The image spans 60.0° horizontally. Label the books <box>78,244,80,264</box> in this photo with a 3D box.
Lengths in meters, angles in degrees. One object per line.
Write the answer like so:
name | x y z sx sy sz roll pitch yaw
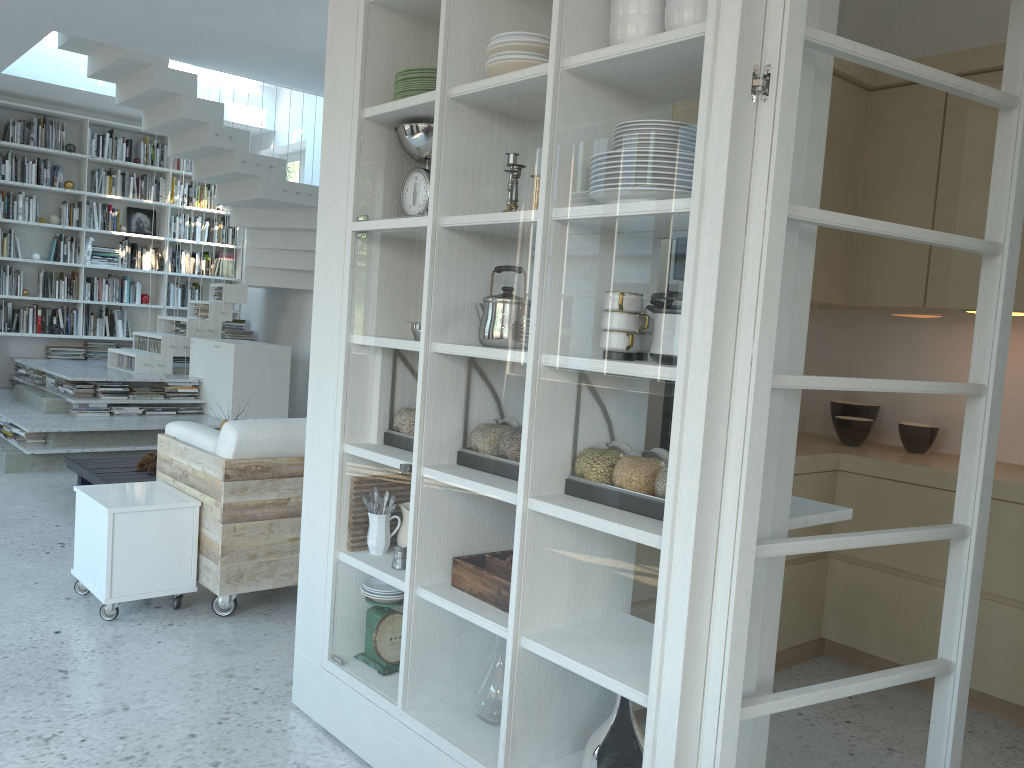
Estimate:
books | -4.530 -1.351 9.222 0.023 0.212 0.164 0 6 -41

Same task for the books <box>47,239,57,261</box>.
books | -4.706 -1.367 9.076 0.056 0.241 0.153 0 6 -41

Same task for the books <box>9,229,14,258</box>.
books | -4.988 -1.395 8.825 0.013 0.288 0.158 0 6 -41

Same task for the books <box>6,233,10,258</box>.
books | -5.012 -1.373 8.812 0.017 0.243 0.132 0 6 -41

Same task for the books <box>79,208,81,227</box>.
books | -4.497 -1.714 9.188 0.012 0.206 0.169 0 6 -41

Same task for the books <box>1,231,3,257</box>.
books | -5.058 -1.381 8.773 0.013 0.256 0.144 0 6 -41

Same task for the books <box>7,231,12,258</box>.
books | -4.997 -1.386 8.812 0.006 0.270 0.178 0 6 -41

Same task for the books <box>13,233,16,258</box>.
books | -4.978 -1.379 8.847 0.007 0.254 0.160 0 6 -41

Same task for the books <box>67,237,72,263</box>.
books | -4.588 -1.383 9.172 0.032 0.275 0.154 0 6 -41

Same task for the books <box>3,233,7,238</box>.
books | -5.035 -1.373 8.788 0.008 0.243 0.168 0 6 -41

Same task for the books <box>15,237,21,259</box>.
books | -4.939 -1.353 8.848 0.051 0.210 0.176 0 6 -41

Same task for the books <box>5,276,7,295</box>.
books | -5.048 -0.979 8.818 0.013 0.186 0.183 0 6 -41

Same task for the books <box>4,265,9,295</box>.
books | -5.033 -1.033 8.821 0.014 0.297 0.175 0 6 -41

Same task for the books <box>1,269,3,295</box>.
books | -5.076 -1.010 8.794 0.013 0.249 0.165 0 6 -41

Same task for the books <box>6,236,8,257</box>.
books | -5.028 -1.357 8.796 0.014 0.209 0.156 0 6 -41

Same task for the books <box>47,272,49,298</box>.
books | -4.763 -1.012 9.074 0.008 0.259 0.158 0 6 -41

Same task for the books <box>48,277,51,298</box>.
books | -4.763 -0.989 9.103 0.031 0.209 0.122 0 6 -41

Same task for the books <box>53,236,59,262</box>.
books | -4.673 -1.379 9.094 0.021 0.264 0.174 0 6 -41

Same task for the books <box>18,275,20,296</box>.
books | -4.967 -0.988 8.895 0.014 0.207 0.180 0 6 -41

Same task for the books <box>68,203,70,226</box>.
books | -4.585 -1.735 9.126 0.016 0.244 0.151 0 6 -41

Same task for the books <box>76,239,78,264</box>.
books | -4.531 -1.370 9.198 0.011 0.253 0.169 0 6 -41

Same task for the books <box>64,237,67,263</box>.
books | -4.620 -1.377 9.134 0.018 0.263 0.165 0 6 -41

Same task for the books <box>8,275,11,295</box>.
books | -5.032 -0.988 8.851 0.013 0.203 0.166 0 6 -41

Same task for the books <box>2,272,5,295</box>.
books | -5.060 -0.998 8.795 0.011 0.226 0.188 0 6 -41

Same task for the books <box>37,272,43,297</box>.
books | -4.810 -1.010 9.036 0.019 0.252 0.130 0 6 -41

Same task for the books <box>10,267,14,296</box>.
books | -5.007 -1.029 8.872 0.006 0.285 0.159 0 6 -41

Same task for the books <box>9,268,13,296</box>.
books | -5.013 -1.019 8.847 0.012 0.267 0.182 0 6 -41

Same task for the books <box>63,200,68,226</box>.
books | -4.589 -1.746 9.106 0.015 0.268 0.164 0 6 -41

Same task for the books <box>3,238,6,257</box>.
books | -5.029 -1.346 8.762 0.017 0.192 0.191 0 6 -41

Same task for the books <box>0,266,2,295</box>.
books | -5.080 -1.027 8.785 0.005 0.284 0.159 0 6 -41

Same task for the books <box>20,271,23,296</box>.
books | -4.948 -1.011 8.915 0.013 0.251 0.172 0 6 -41

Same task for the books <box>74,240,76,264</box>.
books | -4.552 -1.368 9.203 0.013 0.245 0.158 0 6 -41

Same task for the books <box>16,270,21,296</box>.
books | -4.957 -1.016 8.905 0.014 0.261 0.141 0 6 -41

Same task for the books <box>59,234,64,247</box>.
books | -4.644 -1.395 9.128 0.013 0.296 0.153 0 6 -41

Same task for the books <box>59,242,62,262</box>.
books | -4.654 -1.351 9.105 0.006 0.210 0.188 0 6 -41

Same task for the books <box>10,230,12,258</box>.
books | -4.996 -1.388 8.820 0.006 0.274 0.167 0 6 -41

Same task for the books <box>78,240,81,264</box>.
books | -4.510 -1.367 9.225 0.010 0.246 0.158 0 6 -41

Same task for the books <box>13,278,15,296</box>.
books | -5.003 -0.976 8.881 0.013 0.179 0.140 0 6 -41

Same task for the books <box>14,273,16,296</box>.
books | -4.995 -0.998 8.887 0.008 0.223 0.133 0 6 -41

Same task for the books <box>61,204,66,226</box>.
books | -4.608 -1.730 9.108 0.012 0.232 0.154 0 6 -41

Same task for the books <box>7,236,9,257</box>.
books | -5.015 -1.357 8.797 0.007 0.212 0.158 0 6 -41

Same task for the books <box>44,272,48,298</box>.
books | -4.773 -1.014 9.067 0.015 0.262 0.149 0 6 -41

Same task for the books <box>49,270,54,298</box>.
books | -4.733 -1.026 9.106 0.007 0.285 0.159 0 6 -41

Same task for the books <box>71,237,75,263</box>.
books | -4.557 -1.381 9.170 0.012 0.274 0.183 0 6 -41

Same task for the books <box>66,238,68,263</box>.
books | -4.608 -1.375 9.145 0.015 0.260 0.152 0 6 -41

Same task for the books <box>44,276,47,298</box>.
books | -4.777 -0.990 9.048 0.016 0.216 0.177 0 6 -41

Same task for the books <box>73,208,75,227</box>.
books | -4.542 -1.713 9.159 0.013 0.202 0.173 0 6 -41

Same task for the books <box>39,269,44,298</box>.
books | -4.804 -1.030 9.056 0.016 0.290 0.131 0 6 -41

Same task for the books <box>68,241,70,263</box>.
books | -4.594 -1.357 9.150 0.012 0.224 0.178 0 6 -41

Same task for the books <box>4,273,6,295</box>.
books | -5.060 -0.995 8.812 0.013 0.218 0.160 0 6 -41

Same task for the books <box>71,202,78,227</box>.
books | -4.523 -1.739 9.159 0.016 0.257 0.175 0 6 -41

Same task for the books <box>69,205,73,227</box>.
books | -4.566 -1.727 9.146 0.016 0.228 0.160 0 6 -41

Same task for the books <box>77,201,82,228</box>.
books | -4.484 -1.749 9.186 0.005 0.278 0.182 0 6 -41

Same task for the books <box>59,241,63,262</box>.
books | -4.647 -1.356 9.111 0.013 0.219 0.187 0 6 -41

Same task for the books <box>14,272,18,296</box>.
books | -4.979 -1.004 8.887 0.015 0.238 0.176 0 6 -41

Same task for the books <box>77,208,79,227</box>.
books | -4.514 -1.713 9.169 0.013 0.204 0.173 0 6 -41
